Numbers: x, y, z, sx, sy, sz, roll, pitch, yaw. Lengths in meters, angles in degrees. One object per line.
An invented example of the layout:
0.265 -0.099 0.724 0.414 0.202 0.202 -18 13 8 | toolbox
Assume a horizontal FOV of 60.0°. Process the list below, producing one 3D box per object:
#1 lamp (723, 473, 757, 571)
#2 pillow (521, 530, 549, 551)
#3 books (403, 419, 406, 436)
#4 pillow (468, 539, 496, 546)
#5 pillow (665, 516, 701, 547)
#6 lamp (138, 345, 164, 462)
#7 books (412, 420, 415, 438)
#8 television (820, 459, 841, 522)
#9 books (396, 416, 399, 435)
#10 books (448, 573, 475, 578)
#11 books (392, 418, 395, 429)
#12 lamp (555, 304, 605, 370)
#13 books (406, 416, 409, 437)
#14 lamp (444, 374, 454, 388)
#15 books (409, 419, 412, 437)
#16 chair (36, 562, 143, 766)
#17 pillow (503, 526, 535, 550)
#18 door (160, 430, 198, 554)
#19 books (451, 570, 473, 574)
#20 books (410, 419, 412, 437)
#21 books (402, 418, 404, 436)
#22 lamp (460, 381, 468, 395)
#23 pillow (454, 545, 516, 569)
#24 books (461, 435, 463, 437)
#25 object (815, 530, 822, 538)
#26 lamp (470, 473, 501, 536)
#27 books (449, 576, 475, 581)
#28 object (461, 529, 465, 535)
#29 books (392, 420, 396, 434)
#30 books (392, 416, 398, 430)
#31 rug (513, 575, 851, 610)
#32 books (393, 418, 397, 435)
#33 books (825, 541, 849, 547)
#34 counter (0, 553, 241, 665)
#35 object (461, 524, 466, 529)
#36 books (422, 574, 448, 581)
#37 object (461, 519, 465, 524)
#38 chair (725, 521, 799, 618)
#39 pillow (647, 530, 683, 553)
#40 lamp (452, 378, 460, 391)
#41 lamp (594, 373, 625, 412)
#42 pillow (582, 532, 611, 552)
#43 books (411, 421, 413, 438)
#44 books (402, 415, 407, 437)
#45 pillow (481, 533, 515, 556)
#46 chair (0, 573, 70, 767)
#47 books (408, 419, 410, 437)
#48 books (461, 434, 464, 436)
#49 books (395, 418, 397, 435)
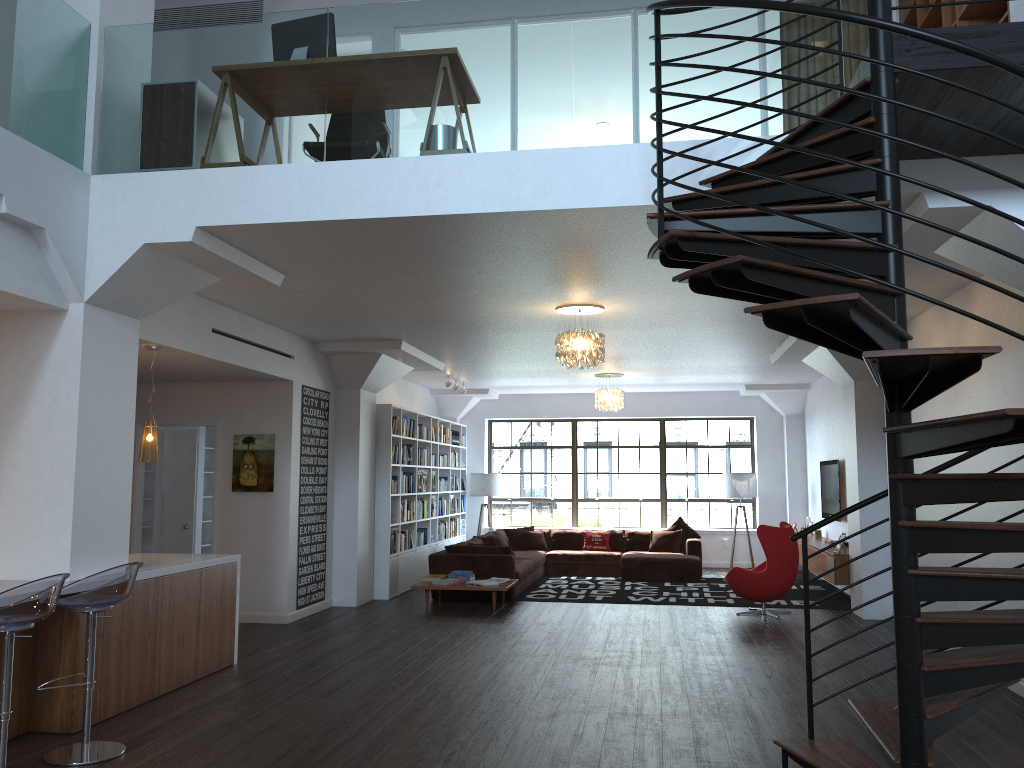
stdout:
3.777 2.266 14.629 0.545 1.579 0.545 -2 -7 20 | lamp
0.340 2.522 14.275 0.489 0.337 0.238 2 -7 -21 | pillow
-1.511 0.581 11.801 0.174 0.242 0.105 -1 -6 9 | books
-0.333 2.186 11.415 0.269 0.411 0.559 4 -8 -35 | pillow
2.640 2.404 14.105 0.651 0.587 0.335 1 -6 -12 | pillow
-2.804 0.153 6.895 0.149 0.900 0.149 5 -8 -36 | lamp
-1.439 0.622 12.237 0.182 0.255 0.077 -1 -6 9 | books
4.403 1.468 12.281 0.013 0.816 1.324 -1 -6 9 | television
-1.561 0.543 11.512 0.170 0.251 0.118 -1 -6 9 | books
-0.603 2.298 10.664 0.279 0.035 0.191 -2 -7 19 | books
-1.598 0.534 11.250 0.182 0.215 0.188 -1 -6 9 | books
0.608 -0.408 7.923 0.442 0.539 0.441 5 -8 -38 | lamp
-1.496 0.574 11.953 0.197 0.290 0.136 -1 -6 9 | books
-0.920 -0.047 12.850 0.111 0.211 0.120 -6 -8 43 | lamp
-1.463 0.604 12.050 0.182 0.253 0.098 -1 -6 9 | books
-2.281 1.473 4.792 0.481 1.014 0.530 -1 -6 11 | chair
0.167 2.517 14.403 0.580 0.418 0.334 2 -7 -18 | pillow
-4.067 1.548 10.283 0.826 2.032 0.174 -1 -6 9 | door
-0.599 2.266 10.665 0.224 0.027 0.157 -2 -6 14 | books
-1.466 0.607 12.098 0.182 0.255 0.077 -1 -6 9 | books
-1.522 0.572 11.750 0.170 0.251 0.118 -1 -6 9 | books
-0.756 0.063 13.855 0.120 0.211 0.111 2 -6 -17 | lamp
-0.338 2.199 11.144 0.750 0.364 0.289 -1 -6 8 | pillow
-0.921 0.992 15.391 0.127 0.200 0.020 -1 -6 9 | books
4.481 2.196 12.968 0.089 0.110 0.089 5 -8 -36 | object
-0.464 2.347 15.414 0.545 1.579 0.545 0 -6 -2 | lamp
-0.600 2.333 10.656 0.312 0.037 0.216 0 -6 -1 | books
-0.988 2.532 15.161 0.331 0.088 0.410 -1 -6 9 | object
-1.593 0.547 11.340 0.167 0.210 0.162 -1 -6 9 | books
-1.570 0.540 11.469 0.159 0.248 0.089 -1 -6 9 | books
2.259 2.762 11.926 4.200 0.007 3.100 -1 -6 11 | rug
-1.574 0.548 11.403 0.161 0.218 0.101 -1 -6 9 | books
4.207 2.064 11.459 0.250 0.053 0.400 -1 -6 9 | books
-2.362 1.381 3.208 3.039 0.860 8.182 2 -7 -20 | counter
-0.987 2.445 15.171 0.331 0.088 0.410 -1 -6 9 | object
-0.922 2.328 10.648 0.241 0.045 0.334 -1 -6 11 | books
-0.995 2.358 15.181 0.316 0.088 0.410 -1 -6 9 | object
2.784 2.036 9.860 0.801 1.006 0.798 -4 -8 34 | chair
2.410 2.471 13.967 0.542 0.362 0.248 -4 -7 30 | pillow
-0.839 0.007 13.346 0.120 0.211 0.111 4 -7 -31 | lamp
1.414 0.132 12.890 0.442 0.539 0.441 5 -8 -38 | lamp
1.360 2.536 14.252 0.465 0.308 0.220 -1 -6 5 | pillow
-1.454 0.617 12.135 0.174 0.243 0.085 -1 -6 9 | books
-1.502 0.567 11.891 0.176 0.293 0.125 -1 -6 9 | books
-0.211 2.362 12.832 0.325 0.391 0.625 -3 -7 25 | pillow
-2.382 1.406 4.173 0.481 1.014 0.530 -1 -6 7 | chair
-1.471 0.602 12.018 0.159 0.248 0.089 -1 -6 9 | books
-0.903 0.989 15.505 0.140 0.231 0.042 -1 -6 9 | books
-1.566 0.550 11.436 0.161 0.222 0.084 -1 -6 9 | books
